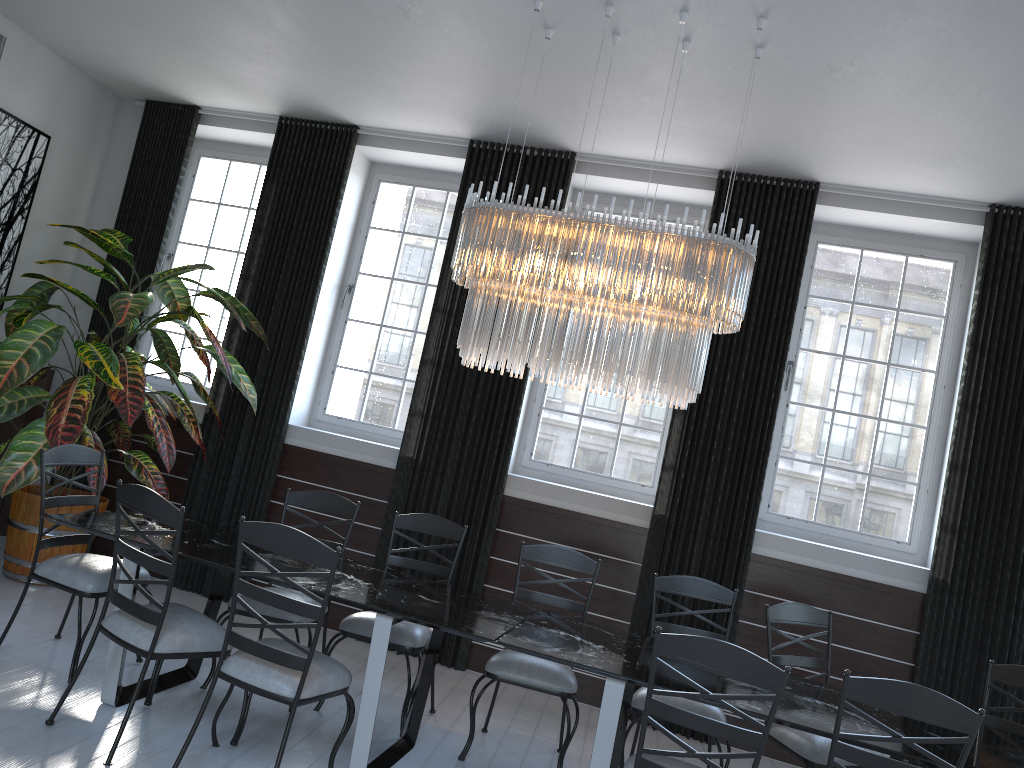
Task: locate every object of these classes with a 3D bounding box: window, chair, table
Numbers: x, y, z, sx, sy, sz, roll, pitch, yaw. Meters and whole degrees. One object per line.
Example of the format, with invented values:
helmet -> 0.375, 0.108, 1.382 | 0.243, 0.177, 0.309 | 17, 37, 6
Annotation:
window -> -0.760, -0.569, 6.271 | 1.035, 1.999, 0.132 | 11, -6, 15
chair -> 1.115, 1.387, 2.842 | 0.497, 0.968, 0.501 | 11, -6, 9
chair -> 0.793, 1.404, 4.095 | 0.497, 0.968, 0.500 | 11, -6, 13
chair -> -0.549, 1.128, 4.333 | 0.497, 0.968, 0.500 | 10, -6, 17
chair -> -1.082, 1.011, 4.327 | 0.497, 0.968, 0.500 | 11, -6, 11
table -> 0.917, 1.505, 3.331 | 2.000, 0.699, 0.886 | 11, -5, 14
window -> 0.696, -0.279, 5.860 | 1.035, 1.999, 0.132 | 11, -6, 15
window -> 2.154, 0.011, 5.453 | 1.035, 1.999, 0.132 | 11, -6, 15
chair -> 0.561, 1.267, 2.859 | 0.497, 0.968, 0.500 | 11, -6, 14
chair -> -0.844, 0.988, 3.267 | 0.497, 0.968, 0.500 | 11, -6, 17
chair -> -1.357, 0.889, 3.453 | 0.497, 0.968, 0.500 | 9, -7, 33
chair -> 0.122, 1.256, 4.147 | 0.491, 0.959, 0.501 | 11, -6, 8
table -> -0.989, 1.123, 3.822 | 2.000, 0.699, 0.886 | 11, -5, 14
chair -> 1.381, 1.523, 3.957 | 0.494, 0.968, 0.503 | 15, -6, -23
chair -> 1.915, 1.608, 3.517 | 0.501, 0.968, 0.496 | 15, -6, -27
window -> -2.217, -0.858, 6.680 | 1.035, 1.999, 0.132 | 11, -6, 15
chair -> -1.958, 0.805, 4.125 | 0.504, 0.968, 0.493 | 11, -6, 16

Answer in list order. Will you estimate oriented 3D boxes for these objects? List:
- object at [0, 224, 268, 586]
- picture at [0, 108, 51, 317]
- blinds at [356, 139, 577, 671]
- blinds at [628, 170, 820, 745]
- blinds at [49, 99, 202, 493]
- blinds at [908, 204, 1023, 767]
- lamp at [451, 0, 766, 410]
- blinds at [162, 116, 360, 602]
object -> -2.547, 0.094, 5.399 | 1.812, 2.252, 1.730 | 8, -7, 42
picture -> -3.476, -1.194, 4.707 | 0.037, 1.284, 2.578 | 11, -4, 9
blinds -> -0.288, 0.065, 5.624 | 0.741, 3.327, 0.110 | 11, -6, 15
blinds -> 1.206, 0.362, 5.205 | 0.606, 3.327, 0.110 | 11, -6, 15
blinds -> -2.837, -0.440, 6.360 | 0.456, 3.327, 0.102 | 11, -6, 15
blinds -> 2.670, 0.654, 4.807 | 0.624, 3.327, 0.087 | 11, -6, 15
lamp -> 0.426, -0.780, 3.800 | 1.275, 1.632, 0.438 | 11, -6, 15
blinds -> -1.703, -0.216, 6.025 | 0.625, 3.327, 0.098 | 11, -6, 16
